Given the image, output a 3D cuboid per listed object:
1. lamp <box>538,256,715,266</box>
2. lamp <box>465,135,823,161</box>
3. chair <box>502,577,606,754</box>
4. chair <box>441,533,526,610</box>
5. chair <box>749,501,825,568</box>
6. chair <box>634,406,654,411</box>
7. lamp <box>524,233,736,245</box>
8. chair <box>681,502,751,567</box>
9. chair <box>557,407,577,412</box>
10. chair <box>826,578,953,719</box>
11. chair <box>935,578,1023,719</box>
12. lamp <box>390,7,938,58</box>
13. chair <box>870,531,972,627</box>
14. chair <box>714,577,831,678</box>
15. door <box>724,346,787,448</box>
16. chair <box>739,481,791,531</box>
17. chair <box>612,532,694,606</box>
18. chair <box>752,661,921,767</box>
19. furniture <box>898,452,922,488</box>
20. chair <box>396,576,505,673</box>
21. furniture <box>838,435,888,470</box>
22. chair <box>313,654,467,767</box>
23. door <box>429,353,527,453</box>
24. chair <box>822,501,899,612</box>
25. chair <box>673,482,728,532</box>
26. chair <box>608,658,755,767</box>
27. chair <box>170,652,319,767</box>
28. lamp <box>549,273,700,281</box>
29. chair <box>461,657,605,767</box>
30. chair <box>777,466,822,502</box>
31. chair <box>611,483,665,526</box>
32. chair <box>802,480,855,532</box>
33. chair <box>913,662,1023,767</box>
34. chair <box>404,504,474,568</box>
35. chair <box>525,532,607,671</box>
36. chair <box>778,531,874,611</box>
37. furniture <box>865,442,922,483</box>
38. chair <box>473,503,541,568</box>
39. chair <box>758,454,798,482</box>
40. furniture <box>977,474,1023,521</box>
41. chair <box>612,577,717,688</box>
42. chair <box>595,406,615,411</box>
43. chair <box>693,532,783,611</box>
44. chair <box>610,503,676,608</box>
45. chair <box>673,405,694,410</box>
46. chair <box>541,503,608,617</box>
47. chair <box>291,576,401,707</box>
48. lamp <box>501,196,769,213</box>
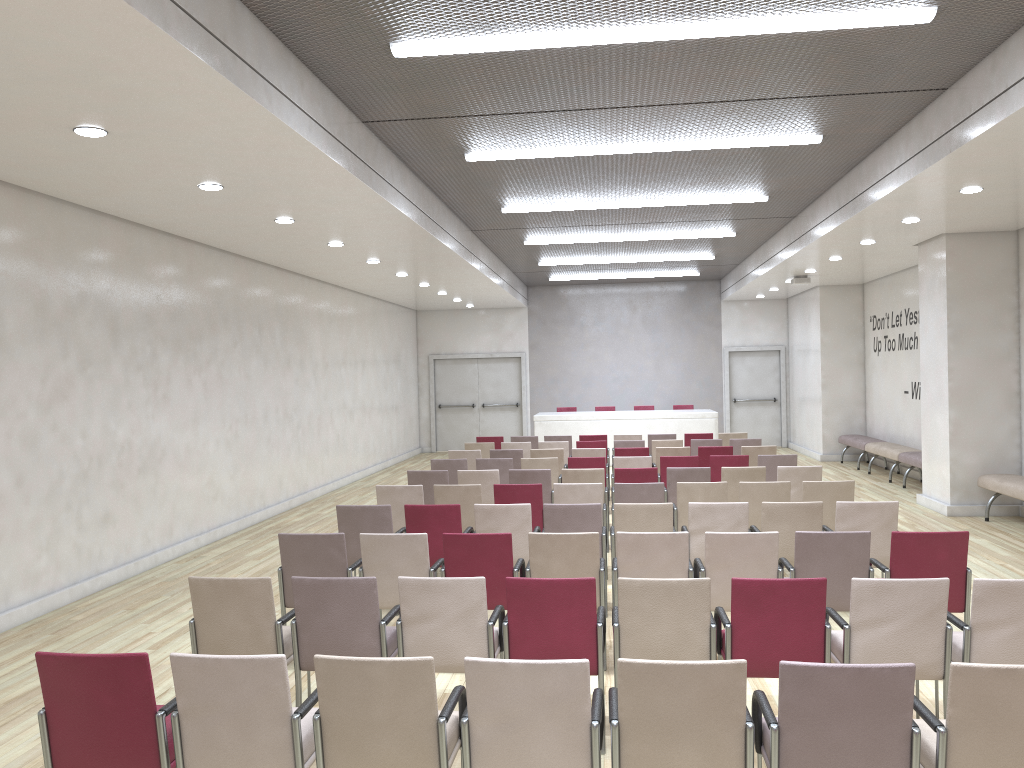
[{"bbox_3d":[2.154,-2.329,16.811,3.304,0.045,0.198,-1,1,6],"label":"lamp"},{"bbox_3d":[1.201,-2.208,8.357,3.304,0.045,0.198,-1,1,6],"label":"lamp"},{"bbox_3d":[0.235,1.392,4.662,0.513,0.890,0.640,-1,1,7],"label":"chair"},{"bbox_3d":[-0.180,1.387,5.936,0.513,0.890,0.640,-1,1,7],"label":"chair"},{"bbox_3d":[2.142,1.321,6.926,0.513,0.890,0.640,-1,1,7],"label":"chair"},{"bbox_3d":[2.912,0.931,19.404,0.513,0.890,0.640,-1,1,6],"label":"chair"},{"bbox_3d":[1.840,-2.289,14.023,3.304,0.045,0.198,-1,1,6],"label":"lamp"},{"bbox_3d":[1.606,1.333,6.986,0.513,0.890,0.640,-1,1,7],"label":"chair"},{"bbox_3d":[1.207,0.969,19.596,0.513,0.890,0.640,-1,1,6],"label":"chair"},{"bbox_3d":[1.872,1.356,4.480,0.513,0.890,0.640,-1,1,6],"label":"chair"},{"bbox_3d":[2.419,1.343,4.414,0.513,0.890,0.640,-1,1,6],"label":"chair"},{"bbox_3d":[0.880,-2.167,5.512,3.304,0.045,0.198,-1,1,6],"label":"lamp"},{"bbox_3d":[2.559,1.326,5.626,0.513,0.890,0.640,-1,1,7],"label":"chair"},{"bbox_3d":[1.320,1.368,4.541,0.513,0.890,0.640,-1,1,6],"label":"chair"},{"bbox_3d":[5.759,0.315,21.027,1.400,2.400,0.200,-1,1,6],"label":"door"},{"bbox_3d":[2.277,1.303,8.136,0.513,0.890,0.640,-1,1,6],"label":"chair"},{"bbox_3d":[0.922,1.362,5.829,0.513,0.890,0.640,-1,1,7],"label":"chair"},{"bbox_3d":[1.185,1.385,3.307,0.513,0.890,0.640,-1,1,7],"label":"chair"},{"bbox_3d":[6.179,1.323,12.967,0.530,0.550,1.833,-1,1,6],"label":"furniture"},{"bbox_3d":[-0.309,1.405,4.732,0.513,0.890,0.640,-1,1,7],"label":"chair"},{"bbox_3d":[6.595,1.270,16.656,0.530,0.550,1.833,-1,1,6],"label":"furniture"},{"bbox_3d":[-0.456,1.422,3.498,0.513,0.890,0.640,-1,1,7],"label":"chair"},{"bbox_3d":[-0.822,0.463,21.772,2.373,2.400,0.200,-1,1,6],"label":"door"},{"bbox_3d":[2.679,1.309,6.861,0.513,0.890,0.640,-1,1,7],"label":"chair"},{"bbox_3d":[1.737,1.315,8.213,0.513,0.890,0.640,-1,1,6],"label":"chair"},{"bbox_3d":[0.630,1.398,3.380,0.513,0.890,0.640,-1,1,6],"label":"chair"},{"bbox_3d":[-1.007,1.435,3.564,0.513,0.890,0.640,-1,1,7],"label":"chair"},{"bbox_3d":[2.474,-2.369,19.645,3.304,0.045,0.198,-1,1,6],"label":"lamp"},{"bbox_3d":[0.097,1.410,3.430,0.513,0.890,0.640,-1,1,7],"label":"chair"},{"bbox_3d":[2.963,1.274,9.303,0.513,0.890,0.640,-1,1,6],"label":"chair"},{"bbox_3d":[1.189,1.328,8.264,0.513,0.890,0.640,-1,1,7],"label":"chair"},{"bbox_3d":[2.826,1.291,8.091,0.513,0.890,0.640,-1,1,6],"label":"chair"},{"bbox_3d":[1.738,1.373,3.258,0.513,0.890,0.640,-1,1,6],"label":"chair"},{"bbox_3d":[-0.585,1.382,7.235,0.513,0.890,0.640,-1,1,6],"label":"chair"},{"bbox_3d":[0.365,1.375,5.881,0.513,0.890,0.640,-1,1,6],"label":"chair"},{"bbox_3d":[2.006,1.338,5.707,0.513,0.890,0.640,-1,1,7],"label":"chair"},{"bbox_3d":[6.387,1.296,14.809,0.530,0.550,1.833,-1,1,6],"label":"furniture"},{"bbox_3d":[-0.032,1.370,7.176,0.513,0.890,0.640,-1,1,6],"label":"chair"},{"bbox_3d":[3.105,1.256,10.526,0.513,0.890,0.640,-1,1,6],"label":"chair"},{"bbox_3d":[5.841,1.366,9.973,0.530,0.550,1.833,-1,1,6],"label":"furniture"},{"bbox_3d":[0.780,1.380,4.596,0.513,0.890,0.640,-1,1,7],"label":"chair"},{"bbox_3d":[2.059,0.950,19.500,0.513,0.890,0.640,-1,1,6],"label":"chair"},{"bbox_3d":[1.458,1.351,5.758,0.513,0.890,0.640,-1,1,6],"label":"chair"},{"bbox_3d":[1.041,1.346,7.041,0.513,0.890,0.640,-1,1,6],"label":"chair"},{"bbox_3d":[3.764,0.912,19.307,0.513,0.890,0.640,-1,1,6],"label":"chair"},{"bbox_3d":[0.504,1.358,7.098,0.513,0.890,0.640,-1,1,6],"label":"chair"},{"bbox_3d":[-0.861,1.417,4.791,0.513,0.890,0.640,-1,1,7],"label":"chair"},{"bbox_3d":[1.517,-2.248,11.159,3.304,0.045,0.198,-1,1,6],"label":"lamp"}]
